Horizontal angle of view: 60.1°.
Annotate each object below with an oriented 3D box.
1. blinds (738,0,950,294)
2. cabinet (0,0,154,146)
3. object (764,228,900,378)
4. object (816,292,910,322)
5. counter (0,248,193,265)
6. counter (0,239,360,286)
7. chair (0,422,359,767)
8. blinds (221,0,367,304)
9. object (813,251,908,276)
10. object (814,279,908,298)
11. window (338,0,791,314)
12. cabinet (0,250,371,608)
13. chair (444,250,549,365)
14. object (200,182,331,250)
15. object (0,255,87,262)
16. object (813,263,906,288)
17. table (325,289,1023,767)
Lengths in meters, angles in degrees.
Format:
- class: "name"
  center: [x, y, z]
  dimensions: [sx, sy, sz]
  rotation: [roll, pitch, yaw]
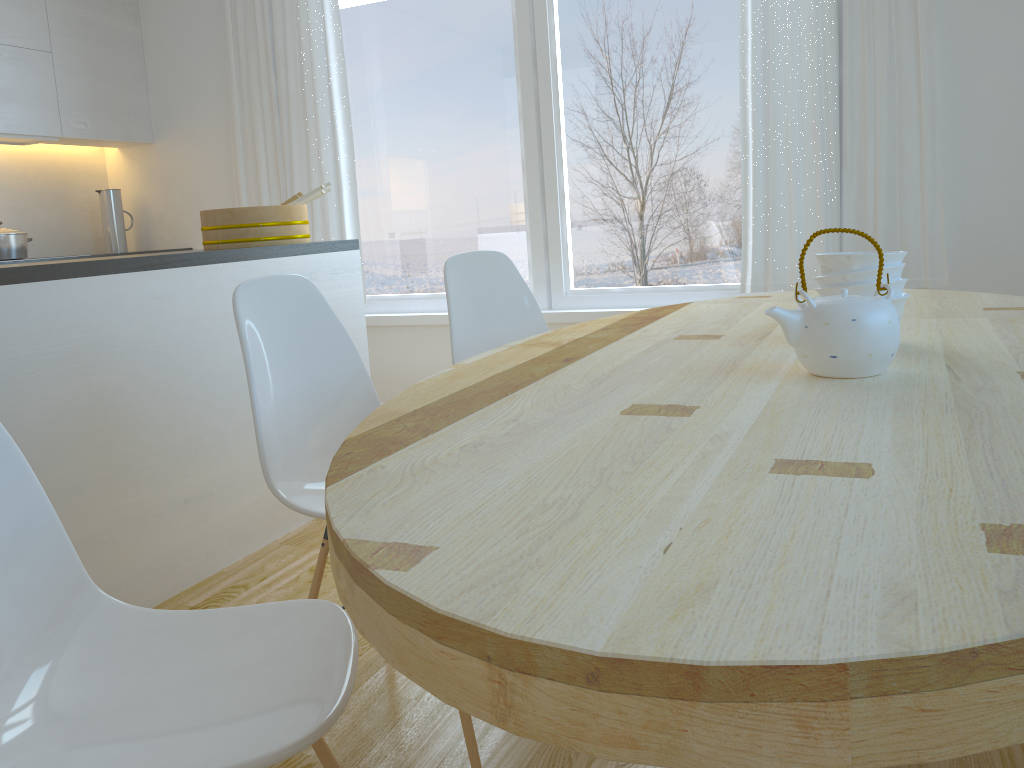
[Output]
- class: "blinds"
  center: [1.245, -1.430, 3.428]
  dimensions: [0.794, 2.143, 0.151]
  rotation: [0, 8, 25]
- class: "cabinet"
  center: [-2.690, -0.759, 3.617]
  dimensions: [0.481, 2.282, 3.230]
  rotation: [-1, 10, 24]
- class: "object"
  center: [0.466, -0.121, 1.284]
  dimensions: [0.177, 0.210, 0.148]
  rotation: [0, 9, 24]
- class: "object"
  center: [0.611, -0.113, 1.543]
  dimensions: [0.152, 0.082, 0.153]
  rotation: [-9, 11, -26]
- class: "counter"
  center: [-2.483, -0.561, 4.223]
  dimensions: [0.600, 0.040, 2.019]
  rotation: [1, 11, 24]
- class: "counter"
  center: [-1.336, -0.299, 2.378]
  dimensions: [0.600, 0.040, 2.422]
  rotation: [1, 11, 24]
- class: "chair"
  center: [-0.420, 0.371, 1.030]
  dimensions: [0.523, 0.894, 0.433]
  rotation: [-5, 8, -6]
- class: "blinds"
  center: [-1.187, -1.467, 4.518]
  dimensions: [0.794, 2.143, 0.151]
  rotation: [-1, 8, 24]
- class: "object"
  center: [0.605, -0.188, 1.539]
  dimensions: [0.152, 0.086, 0.152]
  rotation: [-11, 12, -37]
- class: "object"
  center: [0.608, -0.137, 1.544]
  dimensions: [0.152, 0.092, 0.152]
  rotation: [-9, 11, -26]
- class: "window"
  center: [0.135, -1.306, 4.164]
  dimensions: [2.726, 1.903, 0.089]
  rotation: [0, 8, 24]
- class: "cabinet"
  center: [-1.304, 0.168, 2.435]
  dimensions: [0.600, 0.902, 2.422]
  rotation: [0, 11, 24]
- class: "chair"
  center: [0.109, 0.081, 2.413]
  dimensions: [0.524, 0.894, 0.432]
  rotation: [4, 11, 44]
- class: "object"
  center: [-0.914, -0.611, 3.231]
  dimensions: [0.432, 0.212, 0.380]
  rotation: [-11, 12, -37]
- class: "object"
  center: [-2.485, -0.579, 4.226]
  dimensions: [0.562, 0.013, 0.660]
  rotation: [1, 11, 24]
- class: "object"
  center: [0.604, -0.160, 1.542]
  dimensions: [0.151, 0.095, 0.153]
  rotation: [4, 12, 40]
- class: "table"
  center: [0.516, 0.300, 1.547]
  dimensions: [1.193, 0.719, 2.210]
  rotation: [0, 11, 23]
